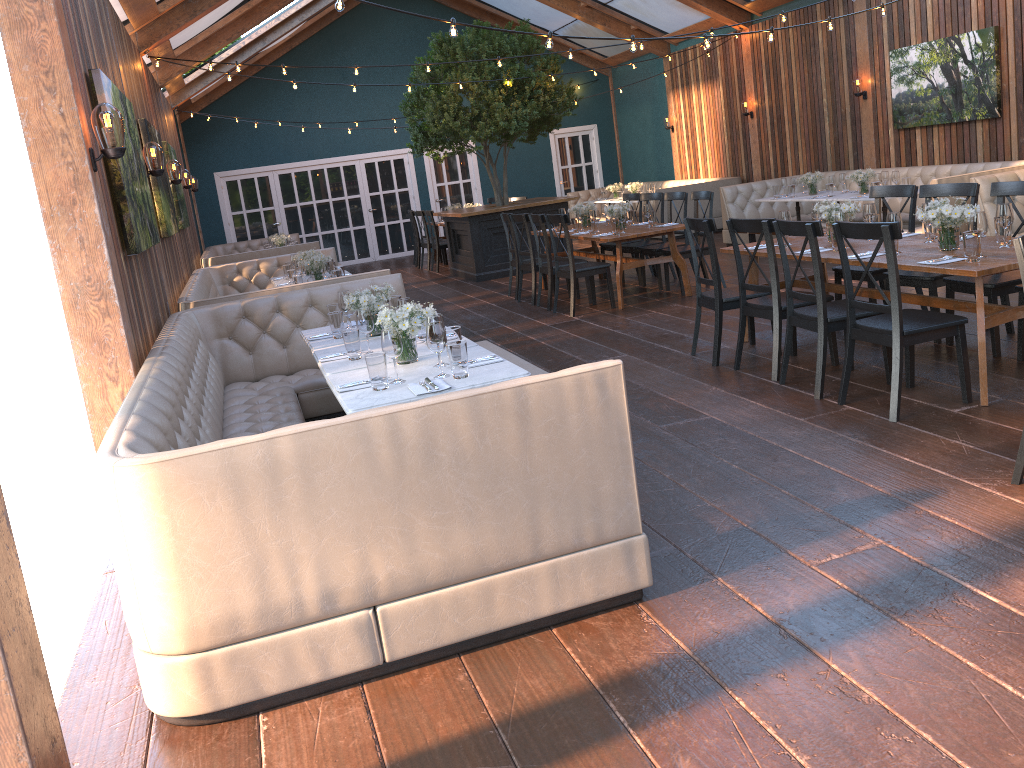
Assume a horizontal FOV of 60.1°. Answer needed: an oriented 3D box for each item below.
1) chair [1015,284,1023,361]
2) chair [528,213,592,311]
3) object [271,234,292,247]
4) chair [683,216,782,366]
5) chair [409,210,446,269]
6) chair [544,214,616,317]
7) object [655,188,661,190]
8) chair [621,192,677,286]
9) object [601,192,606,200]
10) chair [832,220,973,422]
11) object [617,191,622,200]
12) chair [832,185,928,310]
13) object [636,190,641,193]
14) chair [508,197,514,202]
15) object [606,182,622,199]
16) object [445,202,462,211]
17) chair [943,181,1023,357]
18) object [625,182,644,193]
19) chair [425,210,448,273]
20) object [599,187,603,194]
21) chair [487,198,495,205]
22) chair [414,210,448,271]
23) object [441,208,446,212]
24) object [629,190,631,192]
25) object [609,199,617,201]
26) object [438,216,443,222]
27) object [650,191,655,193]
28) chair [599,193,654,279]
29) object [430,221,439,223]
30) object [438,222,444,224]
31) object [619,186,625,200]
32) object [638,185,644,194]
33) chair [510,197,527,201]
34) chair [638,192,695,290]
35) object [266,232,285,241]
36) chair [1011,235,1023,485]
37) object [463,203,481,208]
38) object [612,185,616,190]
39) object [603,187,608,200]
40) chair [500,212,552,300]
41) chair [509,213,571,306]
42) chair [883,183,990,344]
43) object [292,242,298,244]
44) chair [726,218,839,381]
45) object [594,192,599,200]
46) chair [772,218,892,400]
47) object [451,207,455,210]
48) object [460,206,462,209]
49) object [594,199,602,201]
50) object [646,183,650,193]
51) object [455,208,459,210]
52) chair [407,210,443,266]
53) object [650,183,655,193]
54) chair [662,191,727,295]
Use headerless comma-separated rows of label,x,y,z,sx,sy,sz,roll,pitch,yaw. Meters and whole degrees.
chair,3.259,-0.639,5.080,0.541,1.008,0.481,-11,11,-16
chair,0.512,-1.356,9.540,0.541,1.008,0.482,-10,11,-13
object,-3.773,-2.300,14.466,0.336,0.306,0.333,-2,13,25
chair,1.555,-0.706,6.309,0.540,1.008,0.482,-10,11,-8
chair,-1.526,-2.621,15.838,0.541,1.008,0.482,-10,11,-11
chair,0.681,-1.249,9.011,0.542,1.008,0.481,-12,12,-21
object,2.585,-3.384,15.634,0.092,0.156,0.092,-14,13,-29
chair,1.548,-1.715,10.424,0.542,1.008,0.481,-12,12,-21
object,1.766,-3.632,17.105,0.092,0.156,0.092,-14,13,-29
chair,2.070,-0.389,4.729,0.541,1.008,0.481,-11,11,-16
object,1.992,-3.484,16.372,0.092,0.156,0.092,-14,13,-29
chair,2.751,-0.959,6.668,0.541,1.008,0.481,-11,11,-16
object,2.236,-3.333,15.621,0.092,0.156,0.092,-14,13,-29
chair,-0.131,-2.772,15.670,0.541,1.008,0.481,-11,11,-16
object,1.978,-3.718,17.021,0.329,0.306,0.340,2,15,38
object,-1.048,-3.158,16.194,0.330,0.306,0.339,-12,13,-18
chair,3.090,-0.745,5.610,0.541,1.008,0.482,-10,11,-11
object,2.244,-3.562,16.239,0.336,0.306,0.333,-2,13,25
chair,-1.128,-2.420,14.797,0.541,1.008,0.481,-11,11,-16
object,1.762,-3.752,17.416,0.092,0.242,0.093,-3,12,26
chair,-0.470,-2.985,16.729,0.542,1.008,0.481,-12,12,-21
chair,-1.343,-2.518,15.314,0.542,1.008,0.481,-12,12,-21
object,-1.260,-3.134,16.353,0.092,0.242,0.093,-3,12,26
object,2.243,-3.626,16.632,0.092,0.242,0.093,-1,12,31
object,1.907,-3.437,16.521,0.256,0.019,0.159,-12,14,-16
object,-1.318,-3.063,16.274,0.091,0.156,0.093,-6,11,10
object,2.539,-3.471,16.016,0.092,0.156,0.092,-14,13,-29
chair,1.379,-1.822,10.954,0.541,1.008,0.481,-11,11,-16
object,-1.403,-3.017,16.423,0.256,0.019,0.159,-12,14,-16
object,-1.223,-2.908,15.881,0.256,0.019,0.159,-12,14,-16
object,2.050,-3.555,16.451,0.092,0.242,0.093,-1,12,31
object,2.294,-3.404,15.699,0.092,0.242,0.093,-1,12,31
chair,0.025,-2.658,15.120,0.544,1.008,0.479,-15,13,-33
chair,1.718,-1.609,9.895,0.541,1.008,0.481,-11,11,-16
object,-4.039,-2.455,15.248,0.329,0.306,0.340,2,15,38
chair,2.284,-0.088,3.383,0.479,1.008,0.543,-12,12,-21
object,-0.673,-2.975,15.237,0.329,0.306,0.340,-8,12,-1
object,2.001,-3.778,17.388,0.092,0.242,0.093,-3,12,26
object,1.823,-3.703,17.184,0.092,0.242,0.093,-3,12,26
chair,0.185,-1.571,10.602,0.541,1.008,0.482,-10,11,-11
chair,0.319,-1.457,10.063,0.542,1.008,0.481,-12,12,-21
chair,2.921,-0.852,6.138,0.542,1.008,0.481,-12,12,-21
object,-3.487,-2.210,14.252,0.092,0.156,0.092,-14,13,-29
chair,1.754,-0.604,5.781,0.542,1.008,0.481,-12,11,-19
object,1.680,-3.714,17.488,0.092,0.156,0.092,-14,13,-29
chair,1.894,-0.494,5.257,0.540,1.008,0.482,-10,11,-10
object,-1.040,-3.035,15.825,0.092,0.242,0.093,-3,12,26
object,-0.979,-3.232,16.594,0.092,0.242,0.093,-3,12,26
object,1.681,-3.586,17.254,0.256,0.019,0.159,-12,14,-16
object,2.470,-3.483,15.923,0.092,0.242,0.093,-1,12,31
object,-0.935,-2.912,15.265,0.092,0.242,0.093,-1,12,31
chair,-1.620,-2.743,16.390,0.540,1.008,0.482,-10,11,-10
object,2.492,-3.429,15.691,0.092,0.242,0.093,-1,12,31
chair,1.887,-1.502,9.366,0.541,1.008,0.482,-10,11,-11
